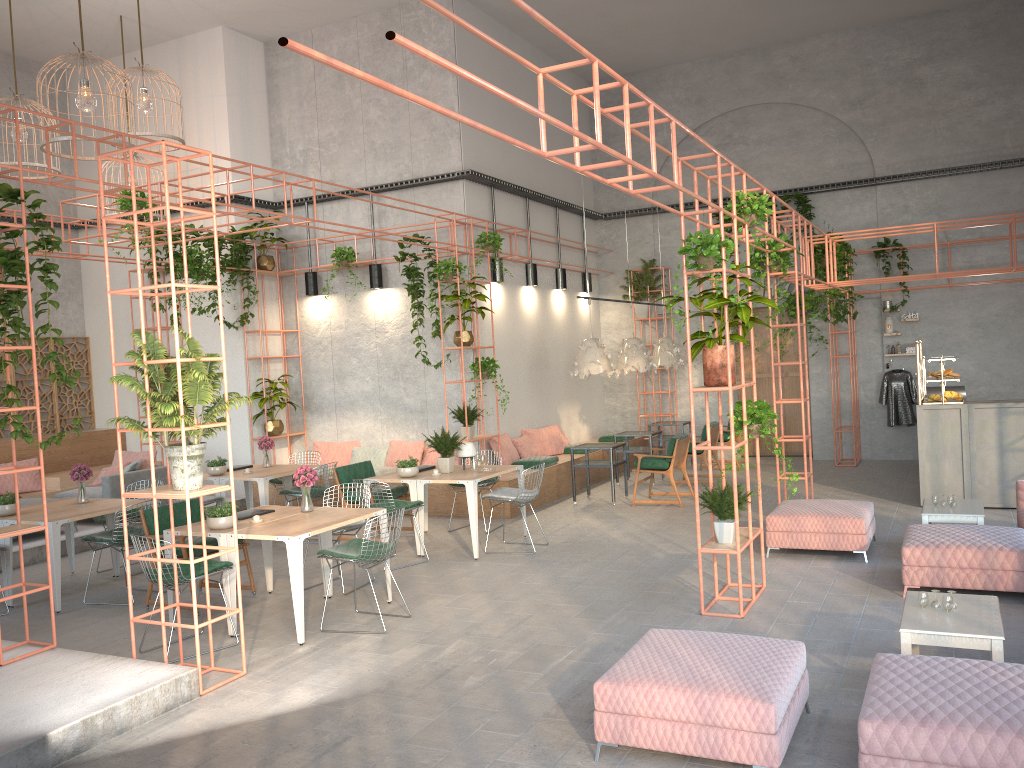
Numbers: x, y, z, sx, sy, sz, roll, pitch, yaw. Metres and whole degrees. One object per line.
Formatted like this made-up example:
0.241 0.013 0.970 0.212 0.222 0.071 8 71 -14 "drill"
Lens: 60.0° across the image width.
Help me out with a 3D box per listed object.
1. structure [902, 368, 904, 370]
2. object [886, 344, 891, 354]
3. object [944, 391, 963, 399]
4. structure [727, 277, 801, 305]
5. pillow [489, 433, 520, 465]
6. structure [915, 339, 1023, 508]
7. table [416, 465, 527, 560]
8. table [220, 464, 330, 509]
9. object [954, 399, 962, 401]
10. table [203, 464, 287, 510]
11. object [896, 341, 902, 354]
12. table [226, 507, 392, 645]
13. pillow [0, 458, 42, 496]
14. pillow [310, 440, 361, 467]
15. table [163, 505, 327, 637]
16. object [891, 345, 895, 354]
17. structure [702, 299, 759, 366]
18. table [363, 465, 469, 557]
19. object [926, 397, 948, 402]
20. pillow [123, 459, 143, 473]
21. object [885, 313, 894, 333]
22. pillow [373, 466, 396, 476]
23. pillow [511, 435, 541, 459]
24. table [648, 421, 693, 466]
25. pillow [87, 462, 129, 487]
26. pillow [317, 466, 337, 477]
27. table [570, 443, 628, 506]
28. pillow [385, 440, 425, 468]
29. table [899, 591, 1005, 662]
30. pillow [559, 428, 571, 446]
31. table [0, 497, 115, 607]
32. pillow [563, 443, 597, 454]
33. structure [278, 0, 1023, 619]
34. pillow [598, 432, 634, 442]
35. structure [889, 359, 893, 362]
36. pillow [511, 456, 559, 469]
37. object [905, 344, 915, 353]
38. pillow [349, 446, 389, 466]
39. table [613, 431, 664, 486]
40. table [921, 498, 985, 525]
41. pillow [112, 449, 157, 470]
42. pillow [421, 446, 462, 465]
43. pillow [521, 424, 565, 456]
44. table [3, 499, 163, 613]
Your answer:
6.544 -0.249 14.830 0.066 0.044 0.019 -2 2 27 "structure"
6.318 -0.582 14.864 0.092 0.164 0.055 -5 2 -45 "object"
5.422 0.135 10.912 0.240 0.104 0.073 -3 2 8 "object"
4.471 -1.708 15.812 1.312 0.505 0.063 -2 2 27 "structure"
-0.096 0.983 13.018 0.276 0.474 0.839 -3 2 17 "pillow"
6.923 0.326 11.888 2.579 2.022 4.057 -2 2 27 "structure"
-0.422 1.394 9.873 0.694 0.830 1.214 -2 2 27 "table"
-2.943 1.503 11.140 0.694 0.830 1.214 -2 2 27 "table"
5.455 0.154 10.995 0.090 0.110 0.232 -5 2 -43 "object"
-3.567 1.530 11.448 0.694 0.830 1.205 -2 2 27 "table"
6.446 -0.607 14.785 0.081 0.204 0.081 -2 2 27 "object"
-1.649 1.548 7.379 0.694 0.830 1.214 -2 2 27 "table"
-7.124 1.329 12.561 0.839 0.474 0.276 -5 2 -43 "pillow"
-2.730 1.114 13.682 0.839 0.474 0.276 -3 2 17 "pillow"
-2.273 1.575 7.688 0.694 0.830 1.205 -2 2 27 "table"
6.368 -0.577 14.816 0.063 0.151 0.063 -3 2 13 "object"
3.894 -1.073 16.197 0.950 1.527 0.921 -4 2 -30 "structure"
-1.046 1.421 10.182 0.694 0.830 1.205 -2 2 27 "table"
5.303 0.186 11.074 0.243 0.062 0.091 -3 2 20 "object"
-5.245 1.229 12.154 0.308 0.349 0.495 -4 2 -14 "pillow"
6.306 -1.017 14.828 0.136 0.336 0.145 -2 2 41 "object"
-2.038 1.284 12.872 0.637 0.149 0.491 -2 2 28 "pillow"
0.213 0.995 13.584 0.289 0.385 0.666 -3 2 22 "pillow"
2.796 1.080 15.603 0.635 0.798 0.602 -2 2 27 "table"
-5.622 1.263 12.406 0.479 0.317 0.441 -3 2 8 "pillow"
-2.974 1.325 13.343 0.637 0.149 0.491 -2 2 28 "pillow"
1.228 1.259 12.469 0.635 0.798 0.602 -2 2 27 "table"
-1.605 1.067 13.069 0.276 0.474 0.839 -5 2 -43 "pillow"
2.585 1.561 5.203 0.520 0.455 0.916 -2 2 27 "table"
0.785 0.930 14.729 0.289 0.385 0.666 -3 2 22 "pillow"
-4.788 1.670 9.005 0.694 0.830 1.205 -2 2 27 "table"
1.113 1.057 14.476 0.491 0.149 0.637 -2 2 28 "pillow"
3.897 -0.200 8.104 4.157 4.247 14.689 -2 2 27 "structure"
1.905 0.967 16.059 0.491 0.149 0.637 -2 2 28 "pillow"
6.373 -0.393 14.905 0.066 0.044 0.019 -2 2 27 "structure"
0.340 1.146 12.930 0.491 0.149 0.637 -2 2 28 "pillow"
6.640 -0.583 14.689 0.219 0.149 0.129 -2 2 27 "object"
-2.163 1.138 13.376 0.666 0.385 0.289 -3 2 22 "pillow"
2.012 1.170 14.036 0.635 0.798 0.602 -2 2 27 "table"
4.164 1.377 8.360 0.520 0.455 0.916 -2 2 27 "table"
-5.400 1.180 12.590 0.836 0.476 0.273 -2 2 27 "pillow"
-1.018 1.089 12.801 0.666 0.385 0.289 -3 2 22 "pillow"
0.515 0.916 14.143 0.839 0.474 0.276 -5 2 -43 "pillow"
-4.166 1.643 8.697 0.694 0.830 1.214 -2 2 27 "table"
